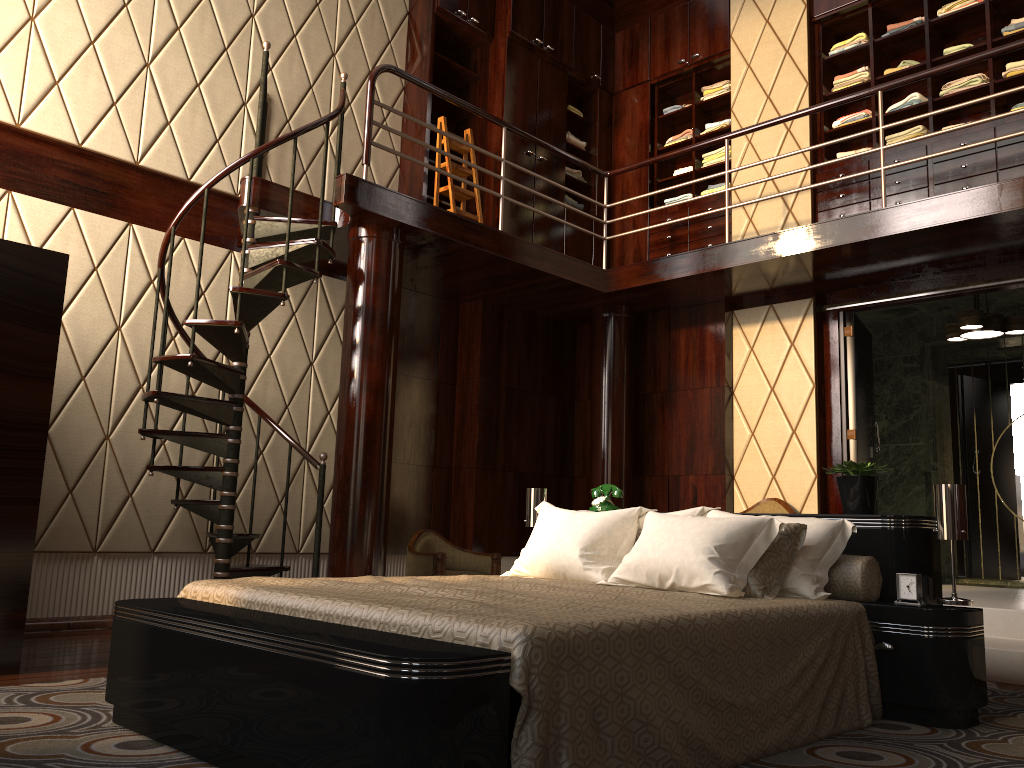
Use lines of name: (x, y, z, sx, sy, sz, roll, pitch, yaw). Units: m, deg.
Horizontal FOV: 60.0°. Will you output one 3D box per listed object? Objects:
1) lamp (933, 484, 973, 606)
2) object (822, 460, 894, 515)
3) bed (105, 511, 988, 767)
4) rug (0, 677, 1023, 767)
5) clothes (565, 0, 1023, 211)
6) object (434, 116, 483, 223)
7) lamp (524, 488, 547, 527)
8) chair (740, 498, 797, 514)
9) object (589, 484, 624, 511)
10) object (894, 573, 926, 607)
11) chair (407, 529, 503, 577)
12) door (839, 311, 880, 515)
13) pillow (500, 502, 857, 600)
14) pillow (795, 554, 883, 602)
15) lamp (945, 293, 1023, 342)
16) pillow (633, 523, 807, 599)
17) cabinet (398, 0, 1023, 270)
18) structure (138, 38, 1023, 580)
lamp: (1.442, 0.524, 2.903, 0.109, 0.385, 0.106, 9, -12, -38)
object: (1.310, 0.395, 3.356, 0.256, 0.205, 0.241, -3, -10, 26)
bed: (0.158, 0.716, 2.886, 1.985, 0.660, 2.381, -7, -13, 44)
rug: (0.163, 1.012, 2.657, 2.910, 0.006, 3.735, -7, -13, 44)
clothes: (2.428, -1.952, 6.037, 4.996, 0.954, 0.818, -5, -12, 36)
object: (-0.338, -1.340, 6.026, 0.258, 0.974, 0.275, -7, -13, 44)
lamp: (0.112, 0.681, 4.128, 0.109, 0.385, 0.106, 9, -12, -38)
chair: (1.535, 0.982, 5.574, 0.571, 0.550, 0.462, -7, -13, 44)
object: (0.446, 0.538, 4.179, 0.158, 0.131, 0.178, 1, -9, 7)
object: (1.281, 0.664, 2.860, 0.034, 0.103, 0.088, 9, -12, -37)
chair: (-0.393, 1.172, 5.414, 0.462, 0.550, 0.571, -7, -13, 44)
door: (2.826, 0.407, 5.615, 1.435, 1.820, 0.828, -7, -13, 42)
pillow: (0.524, 0.600, 3.271, 0.685, 0.320, 1.322, 11, -13, -43)
pillow: (0.732, 0.723, 3.487, 1.396, 0.167, 0.173, -7, -13, 44)
lamp: (3.127, -0.490, 5.996, 0.515, 0.347, 0.467, 5, -10, -16)
pillow: (0.524, 0.619, 3.231, 1.123, 0.271, 0.293, -7, -13, 44)
cabinet: (2.239, -2.057, 5.222, 6.767, 2.432, 2.576, -7, -13, 44)
structure: (1.297, -0.342, 4.017, 6.107, 3.189, 3.750, -7, -13, 44)
